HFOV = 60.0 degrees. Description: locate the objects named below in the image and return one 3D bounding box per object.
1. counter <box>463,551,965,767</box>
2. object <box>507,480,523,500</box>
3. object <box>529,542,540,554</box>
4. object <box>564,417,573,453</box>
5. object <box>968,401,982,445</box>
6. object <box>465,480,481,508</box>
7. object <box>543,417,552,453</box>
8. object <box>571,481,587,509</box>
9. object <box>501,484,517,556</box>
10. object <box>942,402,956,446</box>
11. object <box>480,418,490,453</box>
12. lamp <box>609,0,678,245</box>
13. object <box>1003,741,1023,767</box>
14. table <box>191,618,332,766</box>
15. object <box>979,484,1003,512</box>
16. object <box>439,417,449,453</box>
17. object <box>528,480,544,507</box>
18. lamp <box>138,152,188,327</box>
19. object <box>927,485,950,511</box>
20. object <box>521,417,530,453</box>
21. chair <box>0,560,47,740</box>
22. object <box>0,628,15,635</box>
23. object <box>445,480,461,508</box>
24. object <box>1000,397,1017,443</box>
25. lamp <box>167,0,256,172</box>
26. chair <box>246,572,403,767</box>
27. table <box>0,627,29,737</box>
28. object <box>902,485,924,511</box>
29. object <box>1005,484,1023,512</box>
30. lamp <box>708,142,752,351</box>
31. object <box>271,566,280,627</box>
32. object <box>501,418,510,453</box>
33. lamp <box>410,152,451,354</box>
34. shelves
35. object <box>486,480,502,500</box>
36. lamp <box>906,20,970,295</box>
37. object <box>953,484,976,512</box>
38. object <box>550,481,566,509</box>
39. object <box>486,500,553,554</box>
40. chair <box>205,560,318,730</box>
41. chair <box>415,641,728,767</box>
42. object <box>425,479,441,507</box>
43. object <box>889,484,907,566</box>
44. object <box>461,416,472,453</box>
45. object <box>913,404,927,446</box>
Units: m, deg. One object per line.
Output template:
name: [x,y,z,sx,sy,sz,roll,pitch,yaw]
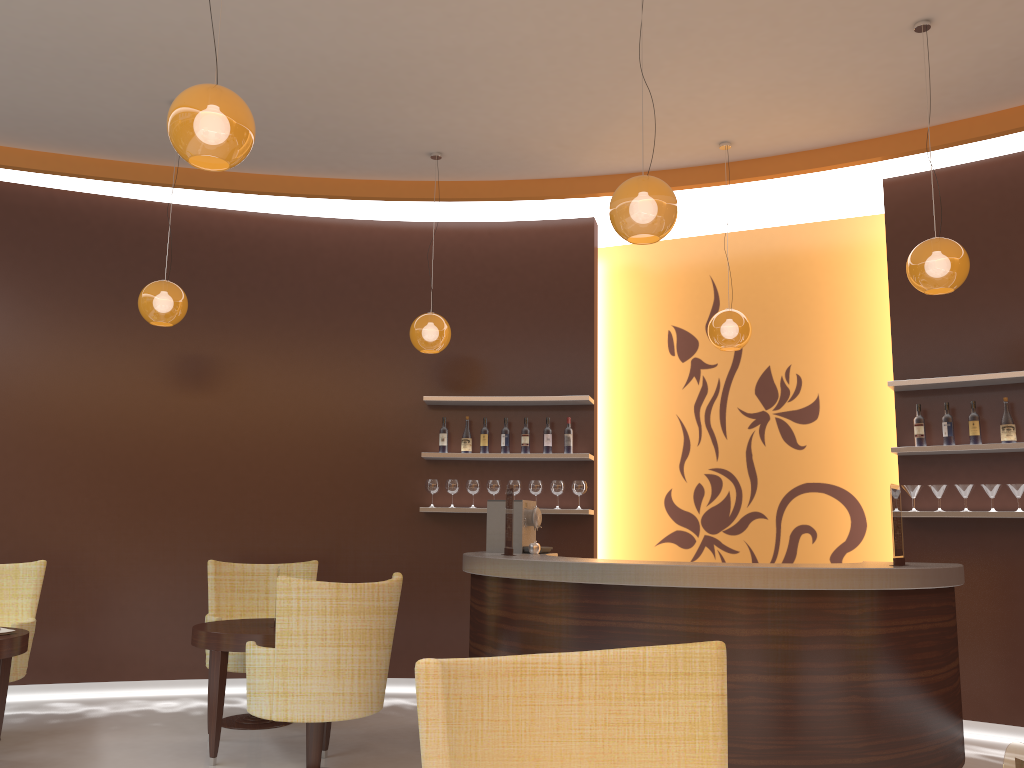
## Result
counter: [0.914,1.508,4.774,2.917,1.100,1.586,-3,-10,20]
object: [0.020,0.866,6.928,0.125,0.221,0.125,1,-9,0]
object: [0.142,1.031,5.577,0.075,0.077,0.075,-5,-11,34]
object: [0.443,0.408,6.928,0.073,0.297,0.073,3,-10,-14]
object: [3.000,0.257,5.752,0.073,0.297,0.073,6,-10,-26]
object: [-0.305,0.867,6.967,0.125,0.221,0.125,1,-9,0]
object: [0.281,0.410,6.961,0.073,0.297,0.073,6,-10,-27]
object: [0.517,0.859,6.830,0.125,0.221,0.125,1,-9,0]
object: [-0.016,0.807,5.272,0.052,0.414,0.258,3,-10,-10]
object: [2.870,0.269,5.836,0.073,0.297,0.073,-1,-10,13]
object: [-0.215,0.415,7.040,0.073,0.297,0.073,-6,-11,34]
lamp: [0.584,-1.366,3.975,0.299,1.500,0.299,-8,-13,43]
object: [0.593,0.568,0.928,0.042,0.335,0.209,2,-9,-6]
table: [-1.390,1.733,5.077,0.874,0.679,0.872,-3,-10,22]
object: [3.051,0.728,5.636,0.137,0.174,0.137,-7,-12,40]
object: [-0.541,0.412,7.052,0.073,0.297,0.073,3,-10,-15]
object: [0.185,0.865,6.901,0.125,0.221,0.125,1,-9,0]
lamp: [-2.215,-1.120,5.759,0.299,1.500,0.299,-8,-13,43]
object: [2.798,0.751,5.810,0.137,0.174,0.137,-5,-11,30]
object: [0.109,0.413,6.992,0.073,0.297,0.073,3,-10,-14]
chair: [-3.176,1.544,5.155,0.729,1.017,0.685,5,-10,-21]
object: [-2.681,1.265,4.517,0.234,0.020,0.234,-6,-12,36]
object: [-0.468,0.867,6.981,0.125,0.221,0.125,1,-9,0]
object: [3.156,0.237,5.649,0.086,0.303,0.086,9,-12,-40]
lamp: [-1.053,-1.515,3.242,0.299,1.500,0.299,3,-10,-13]
chair: [-0.946,1.462,4.430,0.685,1.017,0.729,-8,-13,43]
table: [-2.919,1.592,4.383,0.874,0.679,0.872,-3,-10,22]
object: [2.668,0.763,5.895,0.137,0.174,0.137,-5,-11,30]
object: [3.172,0.716,5.552,0.137,0.174,0.137,-7,-12,40]
lamp: [1.516,-0.978,6.236,0.299,1.500,0.299,2,-9,-6]
object: [-1.368,1.234,5.169,0.042,0.335,0.209,3,-10,-10]
object: [-0.050,0.414,7.018,0.073,0.297,0.073,3,-10,-14]
lamp: [-0.578,-0.971,6.491,0.299,1.500,0.299,-8,-13,43]
shelves: [1.512,0.477,6.302,4.744,0.902,0.586,-3,-10,22]
object: [-0.143,0.867,6.948,0.125,0.221,0.125,1,-9,0]
lamp: [2.222,-1.218,4.708,0.299,1.500,0.299,2,-9,-6]
object: [2.928,0.739,5.726,0.137,0.174,0.137,-7,-12,40]
object: [0.353,0.863,6.873,0.125,0.221,0.125,1,-9,0]
object: [0.057,0.939,5.836,0.373,0.340,0.270,-3,-10,20]
chair: [-1.660,1.683,5.844,0.729,1.017,0.685,4,-10,-17]
chair: [0.197,1.007,1.558,0.729,1.017,0.685,6,-11,-27]
object: [-0.626,0.865,6.989,0.125,0.221,0.125,1,-9,0]
object: [1.992,0.727,4.585,0.052,0.414,0.258,-5,-11,34]
object: [-0.358,0.410,7.058,0.086,0.303,0.086,-8,-13,44]
object: [2.725,0.281,5.926,0.073,0.297,0.073,-1,-10,13]
